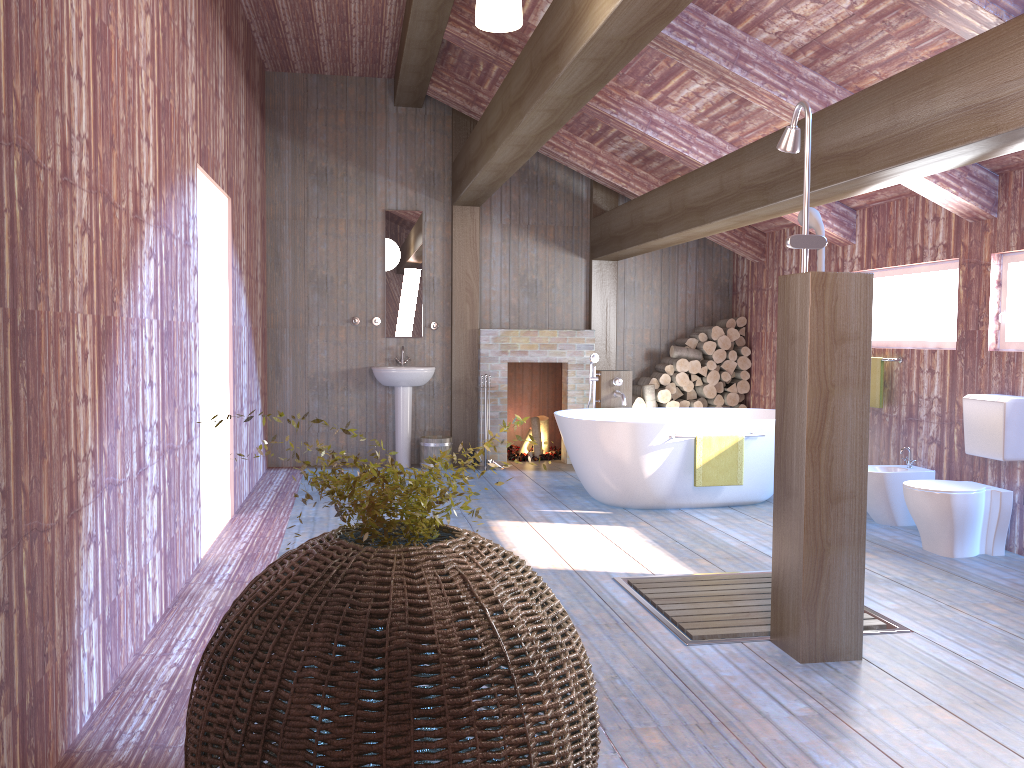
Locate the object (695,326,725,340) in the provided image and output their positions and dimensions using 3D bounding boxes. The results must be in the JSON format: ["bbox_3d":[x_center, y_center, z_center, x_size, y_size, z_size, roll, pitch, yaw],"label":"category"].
[{"bbox_3d":[1.940,-0.501,8.732,0.135,0.139,0.456,0,3,-9],"label":"object"}]

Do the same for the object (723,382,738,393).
[{"bbox_3d":[2.092,0.022,8.769,0.115,0.112,0.423,0,3,-10],"label":"object"}]

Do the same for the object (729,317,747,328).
[{"bbox_3d":[2.219,-0.609,8.796,0.112,0.113,0.271,0,3,-10],"label":"object"}]

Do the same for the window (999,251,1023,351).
[{"bbox_3d":[3.063,-0.457,4.726,0.054,0.587,1.255,0,3,-10],"label":"window"}]

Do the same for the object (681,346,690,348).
[{"bbox_3d":[1.671,-0.309,8.770,0.113,0.130,0.291,0,3,-9],"label":"object"}]

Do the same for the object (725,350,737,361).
[{"bbox_3d":[2.091,-0.286,8.751,0.089,0.106,0.437,0,3,-9],"label":"object"}]

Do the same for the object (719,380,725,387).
[{"bbox_3d":[2.038,-0.004,8.745,0.065,0.069,0.177,0,3,-11],"label":"object"}]

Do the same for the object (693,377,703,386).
[{"bbox_3d":[1.791,-0.034,8.714,0.085,0.096,0.280,0,3,-10],"label":"object"}]

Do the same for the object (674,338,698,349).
[{"bbox_3d":[1.724,-0.394,8.777,0.140,0.121,0.319,0,3,-9],"label":"object"}]

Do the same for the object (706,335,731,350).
[{"bbox_3d":[1.994,-0.409,8.729,0.141,0.143,0.437,0,3,-12],"label":"object"}]

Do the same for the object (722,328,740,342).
[{"bbox_3d":[2.097,-0.486,8.764,0.133,0.142,0.456,0,3,-9],"label":"object"}]

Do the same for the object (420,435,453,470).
[{"bbox_3d":[-0.709,0.641,8.296,0.309,0.290,0.308,0,3,0],"label":"object"}]

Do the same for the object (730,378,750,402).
[{"bbox_3d":[2.202,0.067,8.802,0.137,0.256,0.439,0,3,-10],"label":"object"}]

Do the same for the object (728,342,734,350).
[{"bbox_3d":[2.095,-0.375,8.852,0.132,0.119,0.319,0,3,-9],"label":"object"}]

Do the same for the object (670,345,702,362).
[{"bbox_3d":[1.681,-0.294,8.572,0.302,0.157,0.121,0,3,-10],"label":"object"}]

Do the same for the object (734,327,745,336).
[{"bbox_3d":[2.219,-0.524,8.817,0.081,0.100,0.281,0,3,-11],"label":"object"}]

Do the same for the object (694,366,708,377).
[{"bbox_3d":[1.788,-0.123,8.701,0.109,0.124,0.424,0,3,-11],"label":"object"}]

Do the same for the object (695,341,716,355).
[{"bbox_3d":[1.855,-0.363,8.723,0.139,0.148,0.458,0,3,-10],"label":"object"}]

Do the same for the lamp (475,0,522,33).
[{"bbox_3d":[-0.045,-1.827,3.251,0.174,1.001,0.174,-1,3,-30],"label":"lamp"}]

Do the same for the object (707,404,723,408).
[{"bbox_3d":[1.973,0.258,8.730,0.116,0.117,0.289,0,3,-13],"label":"object"}]

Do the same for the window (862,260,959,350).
[{"bbox_3d":[2.806,-0.541,6.249,0.054,0.587,1.255,0,3,-10],"label":"window"}]

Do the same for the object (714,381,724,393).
[{"bbox_3d":[1.970,0.022,8.733,0.111,0.118,0.302,0,3,-11],"label":"object"}]

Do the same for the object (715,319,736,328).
[{"bbox_3d":[2.114,-0.585,8.777,0.104,0.121,0.270,0,3,-9],"label":"object"}]

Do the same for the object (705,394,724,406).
[{"bbox_3d":[1.971,0.150,8.729,0.114,0.113,0.301,0,3,-13],"label":"object"}]

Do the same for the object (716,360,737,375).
[{"bbox_3d":[2.053,-0.170,8.781,0.172,0.151,0.482,0,3,-9],"label":"object"}]

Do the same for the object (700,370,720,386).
[{"bbox_3d":[1.897,-0.066,8.729,0.136,0.157,0.439,0,3,-10],"label":"object"}]

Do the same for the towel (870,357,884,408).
[{"bbox_3d":[2.592,-0.016,6.470,0.032,0.361,0.370,0,3,-10],"label":"towel"}]

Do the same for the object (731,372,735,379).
[{"bbox_3d":[2.147,-0.100,8.818,0.088,0.092,0.280,0,3,-10],"label":"object"}]

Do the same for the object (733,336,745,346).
[{"bbox_3d":[2.213,-0.427,8.805,0.107,0.115,0.269,0,3,-9],"label":"object"}]

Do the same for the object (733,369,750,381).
[{"bbox_3d":[2.216,-0.098,8.786,0.102,0.109,0.438,0,3,-10],"label":"object"}]

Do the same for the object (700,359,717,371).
[{"bbox_3d":[1.876,-0.194,8.714,0.102,0.109,0.438,0,3,-10],"label":"object"}]

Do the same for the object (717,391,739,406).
[{"bbox_3d":[2.089,0.139,8.783,0.137,0.133,0.437,0,3,-12],"label":"object"}]

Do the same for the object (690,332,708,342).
[{"bbox_3d":[1.828,-0.459,8.684,0.094,0.097,0.227,0,3,-10],"label":"object"}]

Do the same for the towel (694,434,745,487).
[{"bbox_3d":[1.441,0.530,6.166,0.370,0.361,0.032,0,3,-14],"label":"towel"}]

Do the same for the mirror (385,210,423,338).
[{"bbox_3d":[-1.021,-1.036,8.385,0.350,1.199,0.009,0,3,-11],"label":"mirror"}]

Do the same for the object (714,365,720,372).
[{"bbox_3d":[1.953,-0.146,8.712,0.095,0.090,0.278,0,3,-9],"label":"object"}]

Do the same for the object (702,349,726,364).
[{"bbox_3d":[1.954,-0.273,8.729,0.143,0.151,0.440,0,3,-10],"label":"object"}]

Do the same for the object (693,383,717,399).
[{"bbox_3d":[1.853,0.058,8.727,0.141,0.143,0.437,0,3,-12],"label":"object"}]

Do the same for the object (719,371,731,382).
[{"bbox_3d":[2.023,-0.088,8.749,0.102,0.109,0.438,0,3,-10],"label":"object"}]

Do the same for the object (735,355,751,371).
[{"bbox_3d":[2.207,-0.217,8.782,0.147,0.152,0.439,0,3,-10],"label":"object"}]

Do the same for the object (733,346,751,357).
[{"bbox_3d":[2.221,-0.330,8.774,0.102,0.109,0.438,0,3,-10],"label":"object"}]

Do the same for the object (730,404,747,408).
[{"bbox_3d":[2.188,0.253,8.821,0.139,0.137,0.455,0,3,-12],"label":"object"}]

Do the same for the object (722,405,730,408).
[{"bbox_3d":[2.060,0.250,8.878,0.118,0.106,0.319,0,3,-13],"label":"object"}]
